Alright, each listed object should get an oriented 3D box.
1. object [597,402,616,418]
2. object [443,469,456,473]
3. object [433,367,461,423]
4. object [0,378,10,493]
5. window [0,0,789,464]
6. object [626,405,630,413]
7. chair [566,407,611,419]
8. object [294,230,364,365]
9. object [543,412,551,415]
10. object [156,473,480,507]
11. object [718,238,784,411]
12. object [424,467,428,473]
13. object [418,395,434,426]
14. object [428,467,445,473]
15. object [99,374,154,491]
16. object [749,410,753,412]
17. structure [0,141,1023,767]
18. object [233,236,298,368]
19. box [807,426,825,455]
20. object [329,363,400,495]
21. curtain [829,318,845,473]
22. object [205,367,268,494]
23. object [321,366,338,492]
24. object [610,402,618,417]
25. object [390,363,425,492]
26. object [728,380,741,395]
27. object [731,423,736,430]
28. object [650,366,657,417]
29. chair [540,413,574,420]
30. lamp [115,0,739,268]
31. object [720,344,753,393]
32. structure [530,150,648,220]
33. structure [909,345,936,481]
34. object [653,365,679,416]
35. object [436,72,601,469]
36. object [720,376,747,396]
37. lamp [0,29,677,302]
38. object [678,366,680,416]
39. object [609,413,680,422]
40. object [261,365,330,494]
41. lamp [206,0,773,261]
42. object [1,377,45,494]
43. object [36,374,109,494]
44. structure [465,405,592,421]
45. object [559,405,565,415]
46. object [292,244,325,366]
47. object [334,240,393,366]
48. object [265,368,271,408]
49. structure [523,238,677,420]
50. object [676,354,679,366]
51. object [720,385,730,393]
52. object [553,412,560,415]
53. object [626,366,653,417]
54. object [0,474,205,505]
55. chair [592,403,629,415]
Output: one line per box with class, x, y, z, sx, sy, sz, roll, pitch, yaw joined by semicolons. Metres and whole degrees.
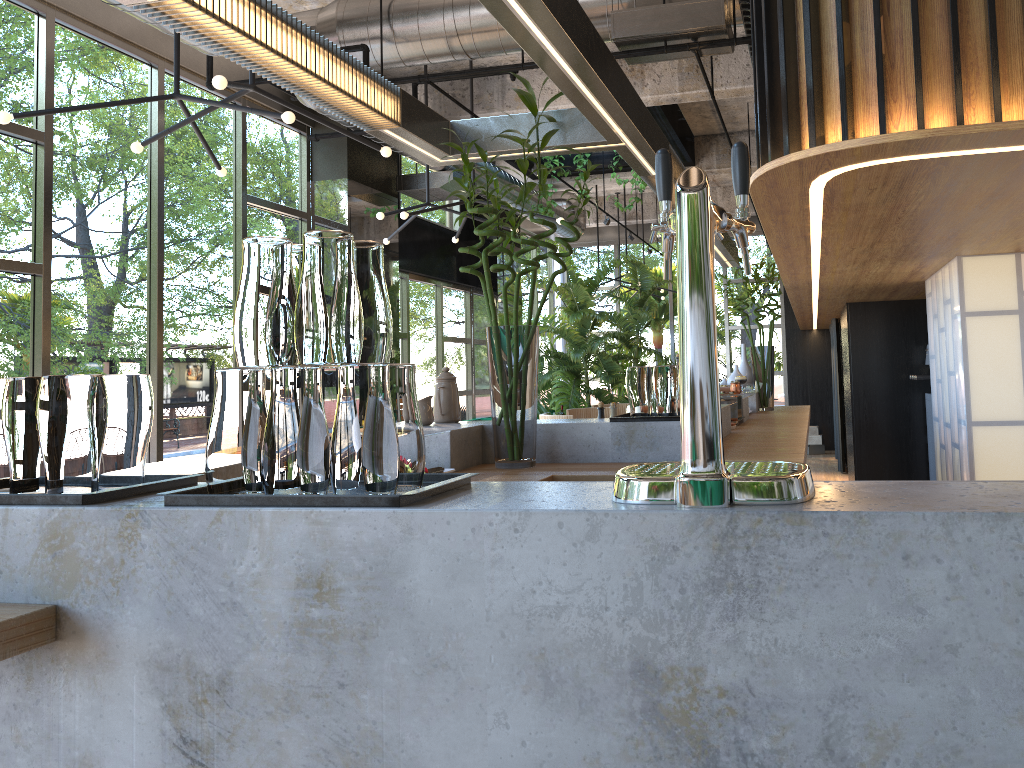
object;0.412;0.184;3.794;0.067;0.215;0.171;-5;-4;42
object;-0.426;0.312;2.849;0.325;0.025;0.505;-2;0;17
object;-0.278;0.045;3.753;0.121;0.235;0.209;-1;-2;-14
object;-0.922;0.094;1.650;0.101;0.210;0.109;-3;-4;32
window;-0.670;-1.895;6.068;4.040;6.512;20.819;-2;0;19
object;0.657;0.191;4.678;0.109;0.172;0.139;-2;-2;11
chair;0.710;0.677;6.907;0.556;0.973;0.536;-1;-3;-8
object;-0.290;-0.135;1.405;0.105;0.210;0.105;-2;-3;1
object;0.421;0.439;10.552;0.101;0.201;0.103;-2;-3;6
object;-0.304;0.172;1.454;0.427;0.019;0.279;-2;0;15
object;1.977;-0.560;7.169;0.611;1.555;0.641;1;-4;-35
object;-0.365;0.283;2.857;0.178;0.081;0.137;-2;-1;9
object;-0.362;0.106;3.561;0.096;0.120;0.090;-3;-3;25
object;-0.282;0.295;2.949;0.116;0.035;0.174;-2;0;-2
object;-0.704;0.088;1.600;0.104;0.210;0.107;-2;-3;11
object;1.707;0.217;6.771;0.239;0.017;0.249;-2;0;15
structure;2.421;0.410;4.215;5.704;1.735;7.286;-2;0;17
object;-0.397;-0.132;1.444;0.105;0.210;0.105;-2;-3;1
box;4.860;0.901;14.312;0.329;0.443;0.282;-2;-3;5
object;-0.227;0.073;1.370;0.105;0.210;0.105;-2;-3;1
curtain;4.804;0.099;13.140;0.119;2.064;3.348;-3;-1;19
object;-0.441;0.079;1.442;0.104;0.210;0.107;-2;-3;11
object;-0.312;0.074;1.514;0.105;0.210;0.105;-2;-3;1
object;0.445;0.185;3.862;0.072;0.211;0.068;0;-4;-16
object;-0.199;0.071;1.486;0.105;0.210;0.105;-2;-3;1
object;1.631;0.027;6.595;0.160;0.107;0.086;-1;-2;-28
object;1.128;0.242;5.061;0.284;0.037;0.313;-1;1;45
object;0.587;0.033;3.533;0.110;0.210;0.100;1;-4;-39
chair;0.477;0.690;6.175;0.520;0.972;0.572;-4;-4;40
lamp;2.047;-2.100;4.626;4.890;2.139;6.849;-2;0;12
object;1.835;-0.128;7.197;0.328;0.399;0.306;-1;-2;-25
structure;1.250;-2.831;11.186;1.479;1.521;2.065;0;-2;-44
structure;3.989;0.395;8.137;0.536;1.600;0.857;-3;-3;17
object;0.594;0.034;3.405;0.110;0.210;0.101;0;-4;-29
object;0.020;-0.470;3.344;0.652;1.555;0.601;-3;-4;22
object;1.512;0.018;6.357;0.204;0.135;0.828;-2;0;25
lamp;0.652;-2.214;6.011;4.963;1.828;19.328;-2;0;19
object;0.679;0.029;3.644;0.110;0.210;0.101;0;-4;-29
object;0.565;0.129;3.537;0.266;0.019;0.447;-2;0;18
object;-0.341;0.076;1.406;0.105;0.210;0.105;-2;-3;1
lamp;1.117;-2.421;10.426;3.703;1.535;10.242;-2;0;16
object;-0.839;0.092;1.567;0.101;0.210;0.109;-3;-4;32
object;-0.735;0.090;1.486;0.104;0.210;0.107;-2;-3;11
structure;0.447;0.554;5.639;5.884;1.553;20.567;-2;0;18
object;0.571;0.389;10.086;0.065;0.300;0.071;-4;-4;33
object;-0.372;-0.133;1.533;0.105;0.210;0.105;-2;-3;1
object;-0.258;-0.137;1.515;0.105;0.210;0.105;-2;-3;1
object;-0.417;0.077;1.553;0.104;0.210;0.107;-2;-3;11
structure;1.182;-0.409;12.582;2.428;3.448;2.667;-2;-2;2
object;0.861;-0.018;4.546;0.078;0.277;0.071;1;-5;-37
object;1.696;0.039;6.967;0.185;0.073;0.235;-2;0;37
object;0.529;0.436;10.480;0.101;0.201;0.103;-2;-3;6
object;0.495;0.037;3.441;0.110;0.210;0.101;0;-4;-29
object;-0.824;0.187;1.586;0.427;0.019;0.279;-2;0;15
chair;0.978;0.663;7.692;0.526;0.972;0.566;-3;-3;27
